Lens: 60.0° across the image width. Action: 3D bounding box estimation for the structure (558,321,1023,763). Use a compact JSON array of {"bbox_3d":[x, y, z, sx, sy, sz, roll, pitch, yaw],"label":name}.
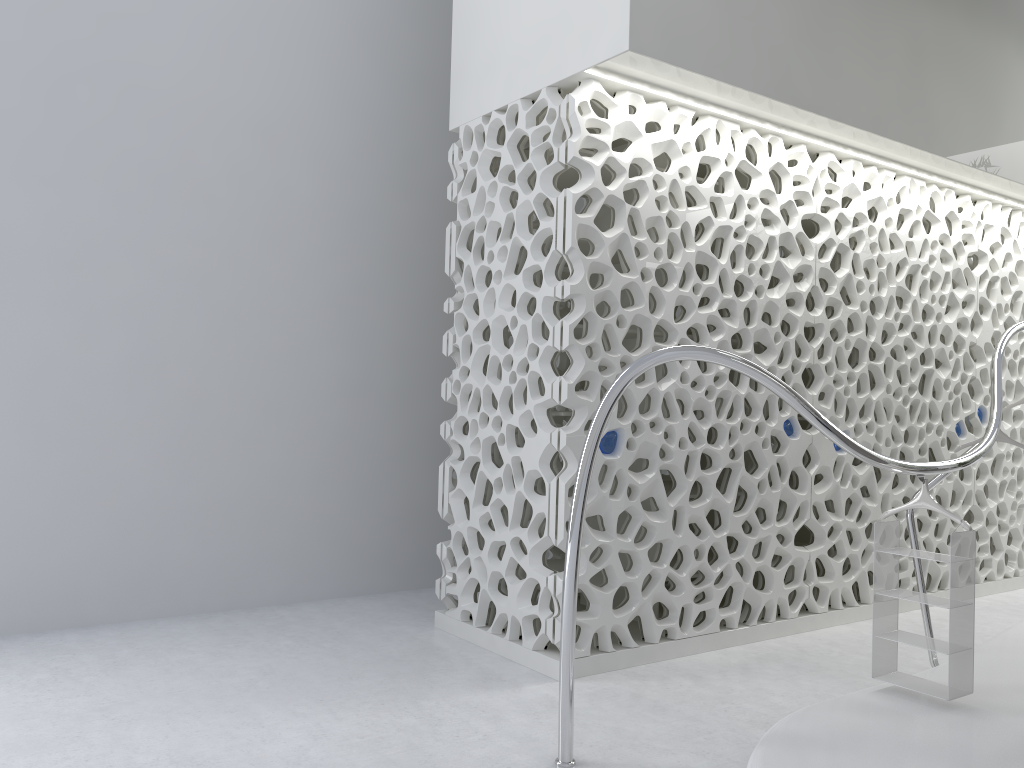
[{"bbox_3d":[3.949,0.544,3.116,5.250,2.080,5.433,3,-2,-40],"label":"structure"}]
